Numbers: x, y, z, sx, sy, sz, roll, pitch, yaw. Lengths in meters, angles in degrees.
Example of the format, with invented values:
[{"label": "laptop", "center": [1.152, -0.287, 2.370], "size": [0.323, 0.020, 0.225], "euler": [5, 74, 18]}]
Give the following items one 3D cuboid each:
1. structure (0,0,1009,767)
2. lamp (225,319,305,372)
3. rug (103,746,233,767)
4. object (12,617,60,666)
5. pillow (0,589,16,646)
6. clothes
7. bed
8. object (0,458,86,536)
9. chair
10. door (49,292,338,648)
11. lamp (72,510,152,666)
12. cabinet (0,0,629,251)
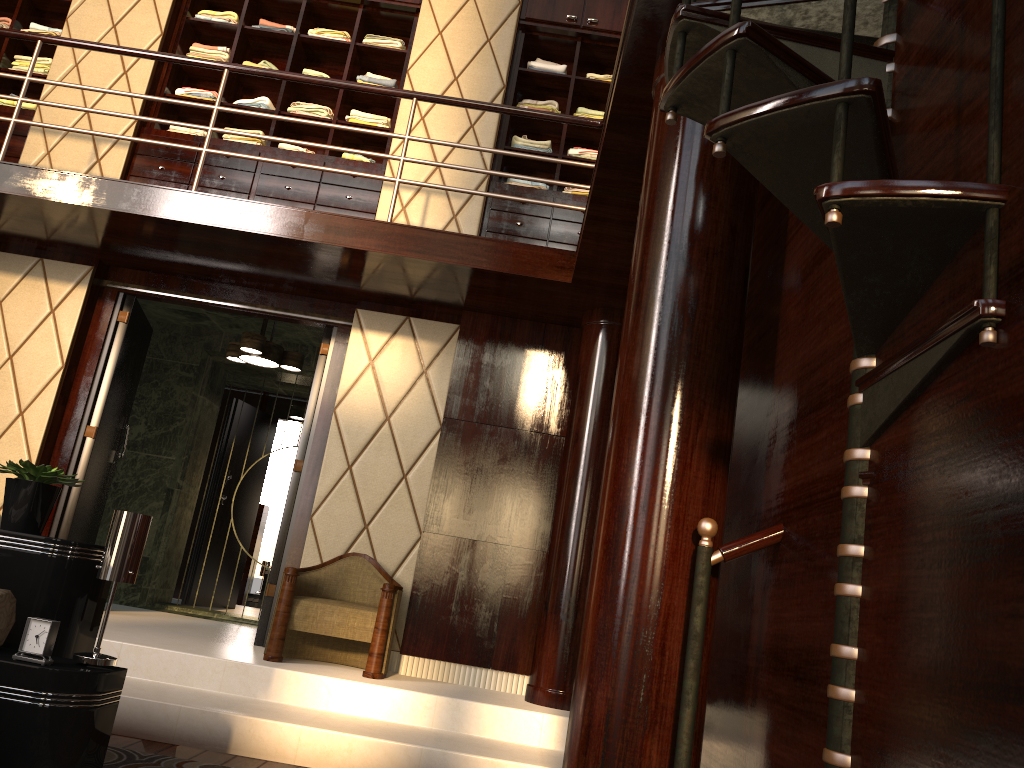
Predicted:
[{"label": "structure", "center": [-1.669, -0.444, 3.138], "size": [6.107, 3.189, 3.750], "euler": [9, -14, 1]}, {"label": "lamp", "center": [-1.662, -0.311, 5.834], "size": [0.467, 0.347, 0.515], "euler": [1, -16, 30]}, {"label": "rug", "center": [-1.897, 0.701, 1.240], "size": [2.910, 0.006, 3.735], "euler": [9, -14, 1]}, {"label": "object", "center": [-1.159, 0.628, 2.168], "size": [0.088, 0.103, 0.034], "euler": [7, -14, 9]}, {"label": "pillow", "center": [-1.977, 0.489, 2.262], "size": [1.396, 0.167, 0.173], "euler": [9, -14, 1]}, {"label": "clothes", "center": [-1.819, -1.899, 5.550], "size": [4.996, 0.954, 0.818], "euler": [11, -14, -6]}, {"label": "bed", "center": [-1.980, 0.394, 1.436], "size": [1.985, 0.660, 2.381], "euler": [9, -14, 1]}, {"label": "object", "center": [-1.402, 0.330, 2.582], "size": [0.256, 0.205, 0.241], "euler": [14, -15, -16]}, {"label": "chair", "center": [-0.820, 1.076, 4.267], "size": [0.571, 0.550, 0.462], "euler": [9, -14, 1]}, {"label": "door", "center": [-1.842, 0.513, 5.260], "size": [1.435, 1.820, 0.828], "euler": [9, -14, 0]}, {"label": "lamp", "center": [-1.040, 0.530, 2.322], "size": [0.106, 0.385, 0.109], "euler": [7, -14, 8]}, {"label": "cabinet", "center": [-1.384, -1.972, 4.831], "size": [6.767, 2.432, 2.576], "euler": [9, -14, 1]}]
